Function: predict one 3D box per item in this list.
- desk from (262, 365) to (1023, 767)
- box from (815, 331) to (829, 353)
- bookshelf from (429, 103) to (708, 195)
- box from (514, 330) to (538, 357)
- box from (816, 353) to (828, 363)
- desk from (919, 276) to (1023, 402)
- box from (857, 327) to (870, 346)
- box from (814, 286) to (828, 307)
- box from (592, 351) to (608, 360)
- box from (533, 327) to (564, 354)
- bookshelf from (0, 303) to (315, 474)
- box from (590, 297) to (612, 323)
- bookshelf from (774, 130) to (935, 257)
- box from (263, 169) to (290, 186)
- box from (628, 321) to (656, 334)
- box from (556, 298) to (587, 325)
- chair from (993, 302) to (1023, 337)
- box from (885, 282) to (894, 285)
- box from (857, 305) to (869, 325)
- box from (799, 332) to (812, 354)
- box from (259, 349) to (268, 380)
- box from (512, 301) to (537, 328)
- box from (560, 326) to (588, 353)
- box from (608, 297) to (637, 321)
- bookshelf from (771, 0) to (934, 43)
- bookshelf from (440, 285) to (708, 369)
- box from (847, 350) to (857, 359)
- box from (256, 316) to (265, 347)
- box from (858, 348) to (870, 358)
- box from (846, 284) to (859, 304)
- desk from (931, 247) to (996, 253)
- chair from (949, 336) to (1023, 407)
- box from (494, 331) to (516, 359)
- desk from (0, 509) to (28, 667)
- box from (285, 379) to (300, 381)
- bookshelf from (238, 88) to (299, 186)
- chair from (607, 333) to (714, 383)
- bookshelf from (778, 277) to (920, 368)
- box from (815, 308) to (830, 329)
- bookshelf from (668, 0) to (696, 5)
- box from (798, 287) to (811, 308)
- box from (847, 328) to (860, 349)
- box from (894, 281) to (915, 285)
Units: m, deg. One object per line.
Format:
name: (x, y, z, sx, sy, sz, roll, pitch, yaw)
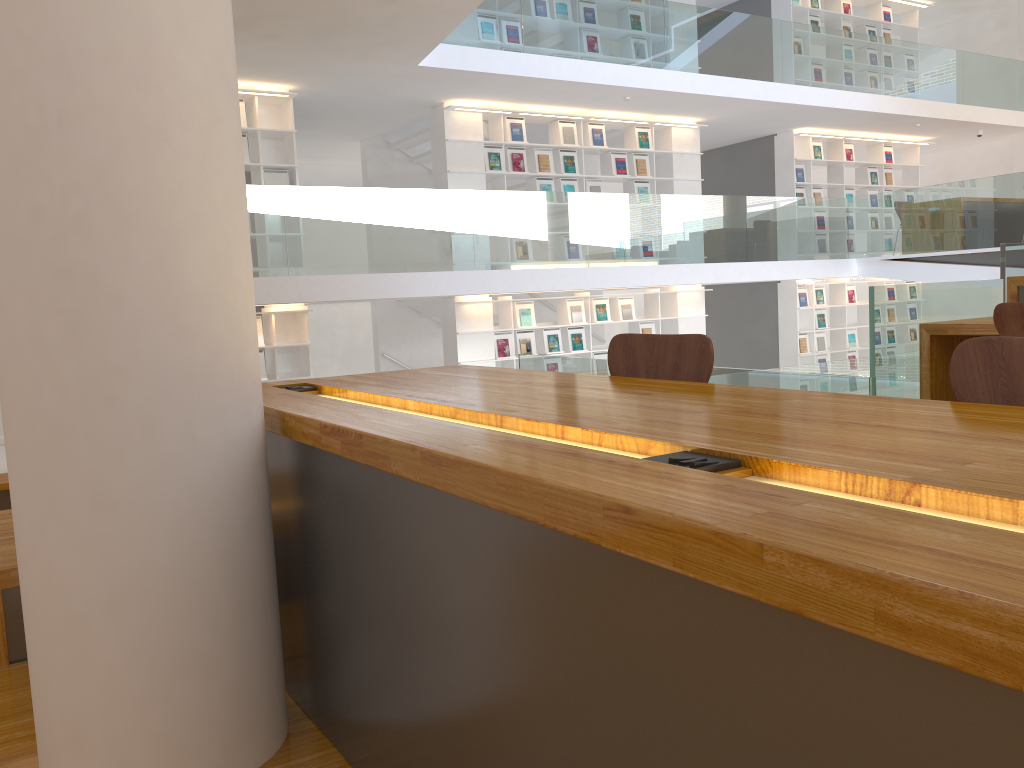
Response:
desk: (0.371, 0.364, 1.129, 0.760, 0.606, 3.185, -6, 6, -31)
box: (4.425, -0.619, 12.923, 0.245, 0.296, 0.274, -6, 6, -31)
bookshelf: (0.828, -2.264, 10.541, 3.666, 1.836, 0.498, -6, 6, -31)
box: (0.118, -0.470, 10.239, 0.245, 0.296, 0.274, -6, 6, -31)
box: (4.475, -0.296, 12.975, 0.245, 0.296, 0.274, -6, 6, -31)
desk: (3.223, -0.034, 2.890, 1.527, 0.785, 3.243, -6, 6, -31)
box: (5.479, -0.734, 13.561, 0.245, 0.296, 0.274, -6, 6, -31)
box: (4.390, -1.271, 12.860, 0.245, 0.296, 0.274, -6, 6, -31)
box: (1.052, -0.242, 10.810, 0.245, 0.296, 0.274, -6, 6, -31)
box: (0.429, -0.510, 10.412, 0.245, 0.296, 0.274, -6, 6, -31)
bookshelf: (-3.296, 0.247, 8.174, 2.984, 1.836, 0.498, -6, 6, -31)
box: (1.031, -0.898, 10.756, 0.245, 0.296, 0.274, -6, 6, -31)
bookshelf: (5.143, -2.735, 13.147, 2.984, 1.836, 0.498, -6, 6, -31)
box: (-2.332, -1.941, 8.706, 0.245, 0.296, 0.274, -6, 6, -31)
box: (1.650, -0.637, 11.151, 0.245, 0.296, 0.274, -6, 6, -31)
box: (0.713, -0.863, 10.564, 0.245, 0.296, 0.274, -6, 6, -31)
chair: (2.048, 0.037, 3.246, 0.381, 0.693, 0.428, -6, 6, -31)
box: (5.753, -1.420, 13.685, 0.245, 0.296, 0.274, -6, 6, -31)
box: (5.462, -1.060, 13.529, 0.245, 0.296, 0.274, -6, 6, -31)
box: (4.105, -0.584, 12.730, 0.245, 0.296, 0.274, -6, 6, -31)
box: (-2.563, -0.184, 8.676, 0.245, 0.296, 0.274, -6, 6, -31)
box: (0.108, -0.797, 10.198, 0.245, 0.296, 0.274, -6, 6, -31)
box: (0.724, -0.535, 10.591, 0.245, 0.296, 0.274, -6, 6, -31)
box: (-1.477, 1.121, 9.342, 7.125, 3.764, 0.498, -6, 6, -31)
bookshelf: (5.038, -4.770, 12.954, 2.984, 1.836, 0.498, -6, 6, -31)
bookshelf: (0.907, -0.217, 10.780, 3.666, 1.836, 0.397, -6, 6, -31)
box: (5.025, -0.356, 13.307, 0.245, 0.296, 0.274, -6, 6, -31)
box: (-2.578, -0.510, 8.646, 0.245, 0.296, 0.274, -6, 6, -31)
box: (5.507, -0.408, 13.599, 0.245, 0.296, 0.274, -6, 6, -31)
box: (4.969, -1.336, 13.208, 0.245, 0.296, 0.274, -6, 6, -31)
desk: (6.291, -1.995, 11.255, 3.194, 0.606, 0.760, -6, 6, -31)
chair: (0.744, 0.288, 1.324, 0.381, 0.693, 0.428, -6, 6, -31)
box: (-0.134, -0.443, 10.072, 0.245, 0.296, 0.274, -6, 6, -31)
desk: (-0.064, 0.569, 3.216, 3.185, 0.606, 0.760, -6, 6, -31)
box: (-2.226, 0.108, 8.901, 0.245, 0.296, 0.274, -6, 6, -31)
bookshelf: (-3.402, -1.802, 7.979, 2.984, 1.836, 0.498, -6, 6, -31)
chair: (0.238, 0.235, 2.151, 0.381, 0.693, 0.428, -6, 6, -31)
bookshelf: (5.249, -0.687, 13.342, 2.984, 1.836, 0.498, -6, 6, -31)
box: (4.427, -0.952, 12.904, 0.245, 0.296, 0.274, -6, 6, -31)
bookshelf: (0.723, -4.298, 10.348, 3.666, 1.836, 0.498, -6, 6, -31)
box: (4.073, -1.235, 12.669, 0.245, 0.296, 0.274, -6, 6, -31)
box: (5.020, -0.684, 13.283, 0.245, 0.296, 0.274, -6, 6, -31)
box: (6.201, -1.470, 13.956, 0.245, 0.296, 0.274, -6, 6, -31)
